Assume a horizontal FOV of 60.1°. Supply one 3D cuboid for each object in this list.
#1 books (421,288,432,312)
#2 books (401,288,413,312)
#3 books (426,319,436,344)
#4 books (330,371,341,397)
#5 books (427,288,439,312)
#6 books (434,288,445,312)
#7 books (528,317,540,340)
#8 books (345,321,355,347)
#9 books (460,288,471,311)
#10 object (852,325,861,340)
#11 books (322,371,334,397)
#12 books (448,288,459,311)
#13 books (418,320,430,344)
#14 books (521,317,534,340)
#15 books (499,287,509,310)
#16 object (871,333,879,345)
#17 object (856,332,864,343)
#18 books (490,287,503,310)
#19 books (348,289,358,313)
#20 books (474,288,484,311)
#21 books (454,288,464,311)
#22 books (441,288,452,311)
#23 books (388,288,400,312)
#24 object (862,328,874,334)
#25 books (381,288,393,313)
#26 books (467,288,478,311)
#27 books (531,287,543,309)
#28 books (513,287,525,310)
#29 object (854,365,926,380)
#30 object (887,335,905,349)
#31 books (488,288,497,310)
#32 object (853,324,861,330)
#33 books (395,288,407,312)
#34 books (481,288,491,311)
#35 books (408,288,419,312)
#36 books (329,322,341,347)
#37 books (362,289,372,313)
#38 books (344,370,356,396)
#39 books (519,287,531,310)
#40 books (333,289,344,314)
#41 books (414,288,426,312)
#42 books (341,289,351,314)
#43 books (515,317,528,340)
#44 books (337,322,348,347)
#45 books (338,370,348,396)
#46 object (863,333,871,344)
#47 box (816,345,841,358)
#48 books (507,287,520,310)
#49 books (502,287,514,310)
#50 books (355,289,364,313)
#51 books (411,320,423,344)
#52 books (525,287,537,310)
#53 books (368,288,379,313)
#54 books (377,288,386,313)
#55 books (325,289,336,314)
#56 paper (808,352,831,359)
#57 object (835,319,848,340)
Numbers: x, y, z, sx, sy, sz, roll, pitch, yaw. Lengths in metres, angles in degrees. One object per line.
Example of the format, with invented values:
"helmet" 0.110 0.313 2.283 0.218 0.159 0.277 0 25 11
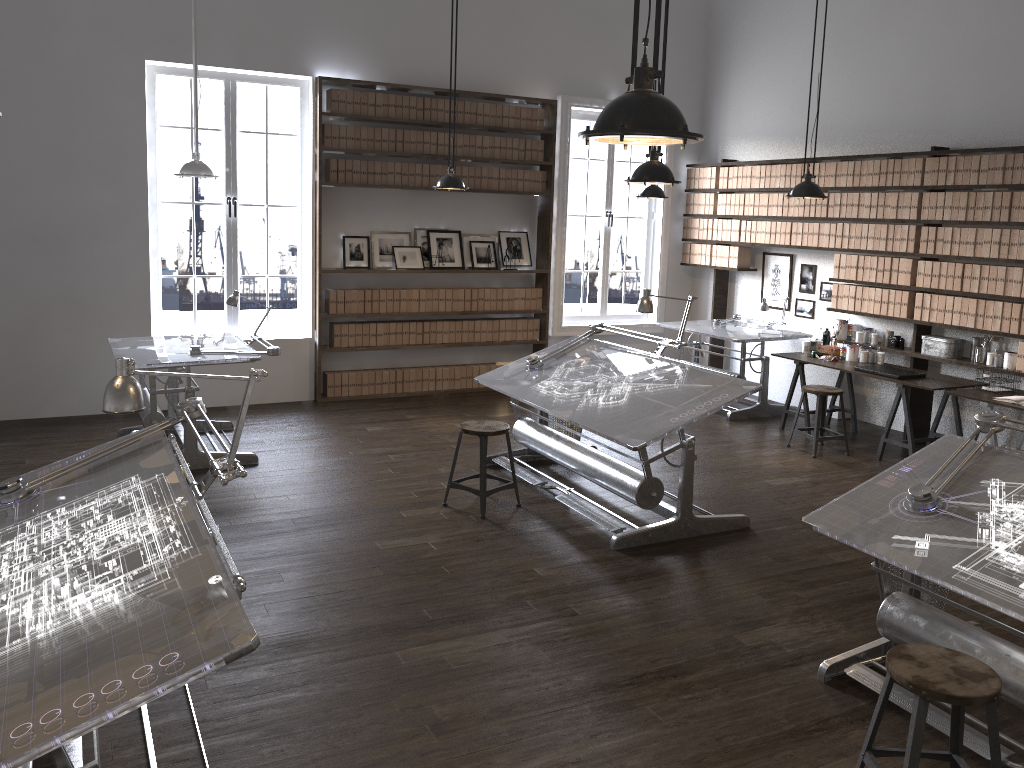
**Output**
"books" -0.867 -0.846 8.917 0.067 0.224 0.176 -2 10 -27
"books" -1.050 -0.834 8.824 0.067 0.224 0.176 -2 10 -27
"books" -0.831 -0.532 8.986 0.067 0.224 0.176 -2 10 -27
"books" -1.718 -0.003 8.612 0.067 0.224 0.176 -2 10 -27
"books" -0.805 -0.850 8.950 0.067 0.224 0.175 -2 10 -27
"books" -0.741 -0.853 8.978 0.067 0.224 0.175 -2 10 -27
"books" 0.225 -0.598 9.514 0.067 0.224 0.175 -2 10 -27
"books" -1.580 -0.484 8.604 0.067 0.224 0.175 -2 10 -27
"books" -0.490 -0.870 9.109 0.067 0.224 0.176 -2 10 -27
"object" 3.113 -0.464 8.015 0.070 0.129 0.070 4 9 11
"books" -1.781 0.000 8.582 0.067 0.224 0.175 -2 10 -27
"books" -0.611 -0.861 9.040 0.067 0.224 0.176 -2 10 -27
"books" -0.895 -0.527 8.948 0.067 0.224 0.176 -2 10 -27
"books" 0.160 -0.595 9.486 0.067 0.224 0.175 -2 10 -27
"books" -0.104 -0.893 9.296 0.067 0.224 0.176 -2 10 -27
"object" 3.189 -0.395 7.789 0.062 0.094 0.062 -6 12 -41
"object" 3.097 -0.417 7.889 0.062 0.094 0.062 -6 12 -41
"books" -0.166 -0.890 9.271 0.067 0.224 0.176 -2 10 -27
"books" -1.551 -0.802 8.570 0.067 0.224 0.176 -2 10 -27
"books" -0.357 -0.879 9.176 0.067 0.224 0.176 -2 10 -27
"books" -0.556 -0.865 9.072 0.067 0.224 0.176 -2 10 -27
"books" -0.675 -0.857 9.007 0.067 0.224 0.176 -2 10 -27
"books" -1.170 -0.827 8.764 0.067 0.224 0.176 -2 10 -27
"object" 3.190 -0.438 7.949 0.094 0.127 0.095 2 9 3
"books" -1.234 -0.823 8.732 0.067 0.224 0.175 -2 10 -27
"books" -0.421 -0.873 9.137 0.067 0.224 0.176 -2 10 -27
"books" 0.254 -0.916 9.477 0.067 0.224 0.176 -2 10 -27
"books" 0.071 -0.905 9.386 0.067 0.224 0.176 -2 10 -27
"object" 3.012 -0.096 7.066 0.312 0.033 0.449 -4 12 -27
"object" 3.277 -0.362 7.590 0.091 0.108 0.172 -3 11 -27
"books" -0.230 -0.886 9.239 0.067 0.224 0.175 -2 10 -27
"object" 3.143 -0.476 8.088 0.072 0.128 0.071 5 9 20
"books" -1.108 -0.830 8.789 0.067 0.224 0.176 -2 10 -27
"books" -0.291 -0.882 9.204 0.067 0.224 0.175 -2 10 -27
"books" -0.993 -0.837 8.851 0.067 0.224 0.176 -2 10 -27
"books" -1.708 -0.475 8.536 0.067 0.224 0.176 -2 10 -27
"books" -1.425 -0.810 8.630 0.067 0.224 0.176 -2 10 -27
"books" -1.590 -0.011 8.674 0.067 0.224 0.176 -2 10 -27
"books" 0.132 -0.909 9.421 0.067 0.224 0.176 -2 10 -27
"books" -1.670 -0.794 8.505 0.067 0.224 0.176 -2 10 -27
"books" -0.928 -0.841 8.882 0.067 0.224 0.176 -2 10 -27
"books" -1.605 -0.798 8.538 0.067 0.224 0.176 -2 10 -27
"books" 0.097 -0.591 9.454 0.067 0.224 0.176 -2 10 -27
"books" -1.643 -0.480 8.569 0.067 0.224 0.176 -2 10 -27
"books" -1.654 -0.007 8.640 0.067 0.224 0.176 -2 10 -27
"object" 3.141 -0.405 7.835 0.063 0.093 0.063 -6 12 -41
"box" 2.839 -0.291 7.894 0.138 0.083 0.213 -3 12 -27
"books" 0.011 -0.901 9.358 0.067 0.224 0.176 -2 10 -27
"books" -0.046 -0.898 9.331 0.067 0.224 0.176 -2 10 -27
"books" -1.494 -0.806 8.602 0.067 0.224 0.176 -2 10 -27
"books" -0.964 -0.524 8.919 0.067 0.224 0.176 -2 10 -27
"books" 0.193 -0.913 9.454 0.067 0.224 0.175 -2 10 -27
"books" -1.361 -0.815 8.669 0.067 0.224 0.176 -2 10 -27
"books" -1.295 -0.818 8.697 0.067 0.224 0.175 -2 10 -27
"books" -1.736 -0.790 8.476 0.067 0.224 0.175 -2 10 -27
"paper" 2.709 -0.254 7.814 0.138 0.038 0.156 -7 14 -41
"object" 3.000 -0.496 8.071 0.108 0.175 0.107 -2 10 -25
